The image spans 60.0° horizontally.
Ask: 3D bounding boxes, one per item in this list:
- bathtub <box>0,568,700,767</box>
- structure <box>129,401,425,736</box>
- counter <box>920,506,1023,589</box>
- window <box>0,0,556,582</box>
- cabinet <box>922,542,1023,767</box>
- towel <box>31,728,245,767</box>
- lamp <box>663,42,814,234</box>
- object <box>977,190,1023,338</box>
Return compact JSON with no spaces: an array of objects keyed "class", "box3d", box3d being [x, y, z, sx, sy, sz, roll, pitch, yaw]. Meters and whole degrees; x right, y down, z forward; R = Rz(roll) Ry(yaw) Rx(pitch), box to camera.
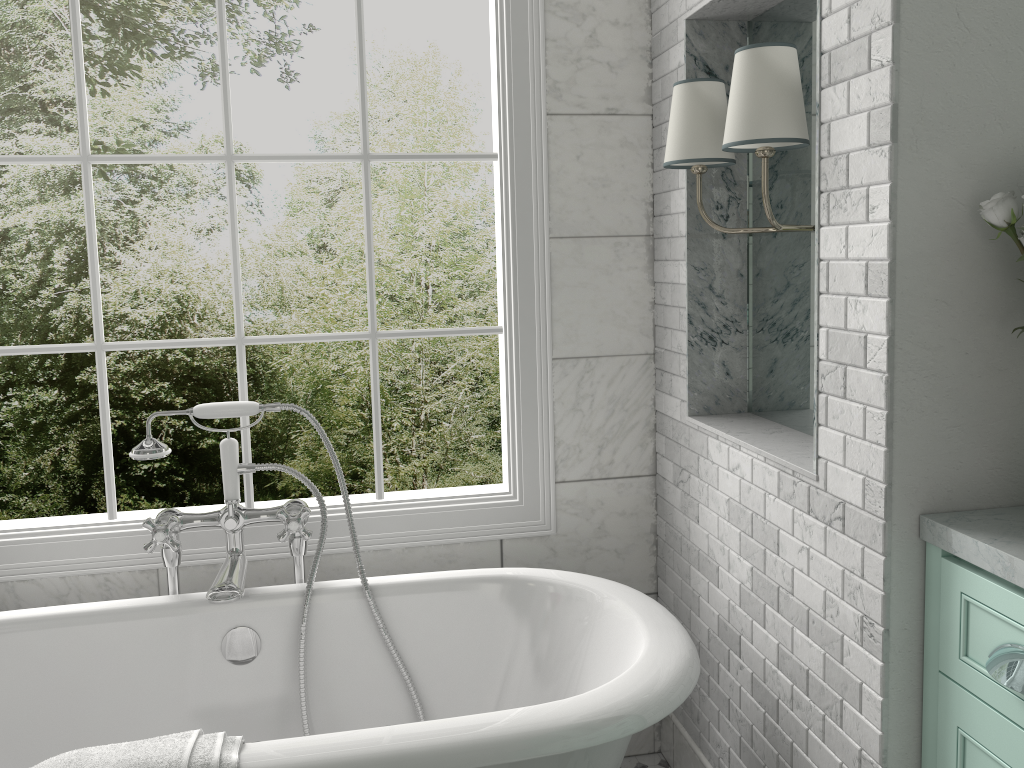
[{"class":"bathtub","box3d":[-0.638,0.982,2.001,2.166,0.755,0.945,-3,7,-10]},{"class":"structure","box3d":[-0.615,0.696,2.348,0.779,1.280,0.342,-2,6,0]},{"class":"counter","box3d":[1.400,0.361,0.303,0.824,0.180,2.820,-3,8,-10]},{"class":"window","box3d":[-0.804,-0.642,2.528,1.832,2.314,0.119,-3,6,-10]},{"class":"cabinet","box3d":[1.397,0.991,0.363,0.863,1.093,2.810,-3,8,-10]},{"class":"towel","box3d":[-0.657,0.859,1.581,0.374,0.461,0.455,-3,7,-8]},{"class":"lamp","box3d":[0.573,-0.552,2.097,0.308,0.382,0.550,-3,8,-10]},{"class":"object","box3d":[0.988,-0.060,1.402,0.391,0.651,0.357,-1,6,1]}]
